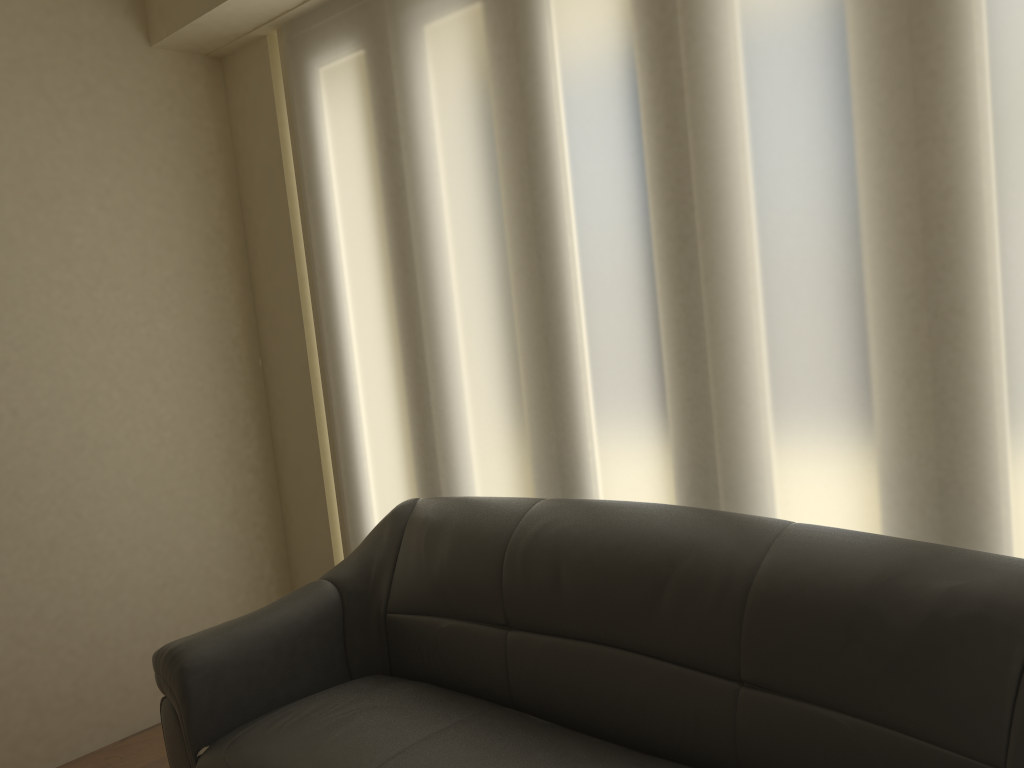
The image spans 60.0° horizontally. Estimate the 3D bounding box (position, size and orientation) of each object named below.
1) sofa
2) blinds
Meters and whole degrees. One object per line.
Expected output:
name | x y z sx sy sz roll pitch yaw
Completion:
sofa | 0.145 0.811 2.000 2.337 0.918 0.944 -1 7 43
blinds | 0.299 -0.161 2.474 2.830 2.453 0.002 -1 7 43
